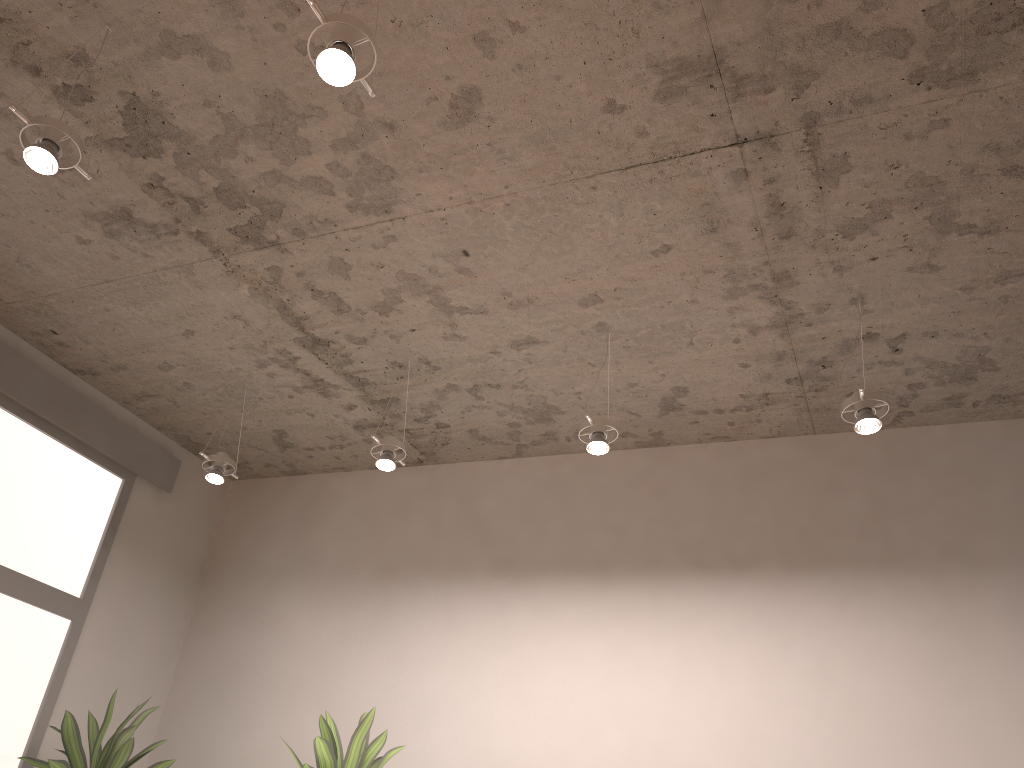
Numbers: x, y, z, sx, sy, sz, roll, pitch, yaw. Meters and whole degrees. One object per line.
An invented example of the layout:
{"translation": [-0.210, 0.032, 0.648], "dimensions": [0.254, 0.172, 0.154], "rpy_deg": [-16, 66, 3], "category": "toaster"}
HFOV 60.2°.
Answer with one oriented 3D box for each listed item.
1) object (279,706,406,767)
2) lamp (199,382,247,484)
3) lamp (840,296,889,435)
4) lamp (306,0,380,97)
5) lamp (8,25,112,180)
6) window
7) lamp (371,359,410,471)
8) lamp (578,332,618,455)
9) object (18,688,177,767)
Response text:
{"translation": [-0.778, 2.129, 2.846], "dimensions": [1.095, 2.024, 0.992], "rpy_deg": [-13, -35, 36], "category": "object"}
{"translation": [-1.178, 0.193, 3.693], "dimensions": [0.134, 0.464, 0.206], "rpy_deg": [11, -27, -4], "category": "lamp"}
{"translation": [1.052, -0.071, 2.650], "dimensions": [0.134, 0.464, 0.206], "rpy_deg": [11, -27, -4], "category": "lamp"}
{"translation": [-0.305, -0.790, 1.780], "dimensions": [0.134, 0.464, 0.206], "rpy_deg": [11, -27, -4], "category": "lamp"}
{"translation": [-1.048, -0.702, 2.127], "dimensions": [0.134, 0.464, 0.206], "rpy_deg": [11, -27, -4], "category": "lamp"}
{"translation": [-3.618, -0.473, 0.329], "dimensions": [0.062, 3.152, 8.857], "rpy_deg": [-4, -32, 24], "category": "window"}
{"translation": [-0.435, 0.105, 3.345], "dimensions": [0.134, 0.464, 0.206], "rpy_deg": [11, -27, -4], "category": "lamp"}
{"translation": [0.308, 0.017, 2.998], "dimensions": [0.134, 0.464, 0.206], "rpy_deg": [11, -27, -4], "category": "lamp"}
{"translation": [-1.397, 2.194, 3.121], "dimensions": [0.983, 2.024, 1.105], "rpy_deg": [-17, -37, 40], "category": "object"}
